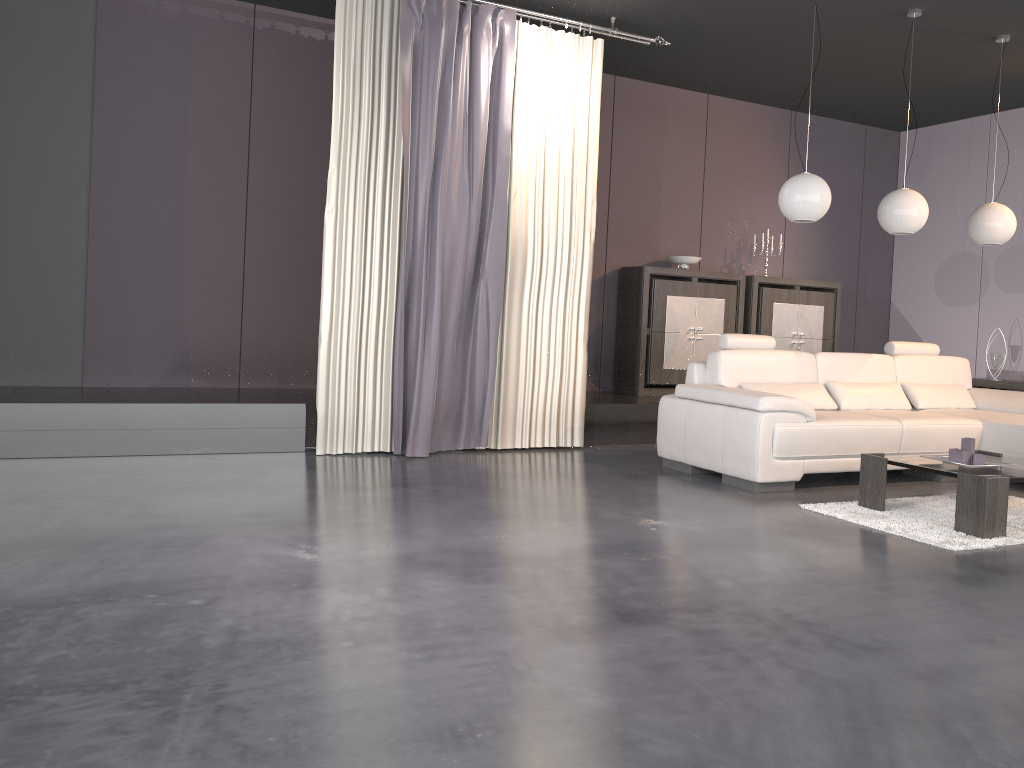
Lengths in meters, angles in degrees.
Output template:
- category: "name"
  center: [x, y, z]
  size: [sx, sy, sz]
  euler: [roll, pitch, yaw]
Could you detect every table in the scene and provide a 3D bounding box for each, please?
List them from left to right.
- category: "table"
  center: [2.335, 0.525, 4.414]
  size: [0.904, 0.270, 0.702]
  euler: [1, 4, -27]

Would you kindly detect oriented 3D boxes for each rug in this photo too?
- category: "rug"
  center: [2.312, 0.661, 4.419]
  size: [1.525, 0.023, 0.919]
  euler: [1, 5, -27]

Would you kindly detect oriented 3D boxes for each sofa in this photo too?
- category: "sofa"
  center: [2.601, 0.182, 5.416]
  size: [2.860, 0.857, 1.873]
  euler: [1, 4, -27]

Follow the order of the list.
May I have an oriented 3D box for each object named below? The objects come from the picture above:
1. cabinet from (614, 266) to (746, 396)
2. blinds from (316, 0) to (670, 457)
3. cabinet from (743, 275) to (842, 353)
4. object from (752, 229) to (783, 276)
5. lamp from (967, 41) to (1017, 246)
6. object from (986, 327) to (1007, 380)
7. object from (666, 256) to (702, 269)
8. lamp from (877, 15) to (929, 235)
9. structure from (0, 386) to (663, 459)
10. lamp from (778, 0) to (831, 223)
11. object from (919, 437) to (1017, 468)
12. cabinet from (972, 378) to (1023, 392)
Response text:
- category: "cabinet"
  center: [1.477, -0.443, 7.678]
  size: [1.071, 1.073, 0.412]
  euler: [1, 2, -27]
- category: "blinds"
  center: [-0.402, -1.049, 5.578]
  size: [3.286, 2.993, 0.249]
  euler: [1, 2, -26]
- category: "cabinet"
  center: [2.518, -0.430, 8.200]
  size: [1.071, 1.073, 0.412]
  euler: [1, 2, -27]
- category: "object"
  center: [2.325, -1.192, 8.083]
  size: [0.229, 0.445, 0.230]
  euler: [2, 2, -9]
- category: "lamp"
  center: [3.364, -1.675, 6.154]
  size: [0.307, 1.413, 0.307]
  euler: [2, 2, -23]
- category: "object"
  center: [4.278, -0.268, 7.824]
  size: [0.108, 0.465, 0.124]
  euler: [2, 2, -26]
- category: "object"
  center: [1.490, -1.040, 7.695]
  size: [0.309, 0.116, 0.309]
  euler: [3, 4, 7]
- category: "lamp"
  center: [2.570, -1.684, 5.752]
  size: [0.307, 1.413, 0.307]
  euler: [2, 2, -23]
- category: "structure"
  center: [-0.400, 0.240, 6.475]
  size: [8.765, 0.300, 1.003]
  euler: [1, 4, -27]
- category: "lamp"
  center: [1.806, -1.694, 5.370]
  size: [0.307, 1.413, 0.306]
  euler: [4, 2, 31]
- category: "object"
  center: [2.242, 0.331, 4.357]
  size: [0.304, 0.136, 0.305]
  euler: [1, 4, -22]
- category: "cabinet"
  center: [4.392, 0.268, 7.563]
  size: [0.377, 0.554, 1.075]
  euler: [2, 4, -27]
